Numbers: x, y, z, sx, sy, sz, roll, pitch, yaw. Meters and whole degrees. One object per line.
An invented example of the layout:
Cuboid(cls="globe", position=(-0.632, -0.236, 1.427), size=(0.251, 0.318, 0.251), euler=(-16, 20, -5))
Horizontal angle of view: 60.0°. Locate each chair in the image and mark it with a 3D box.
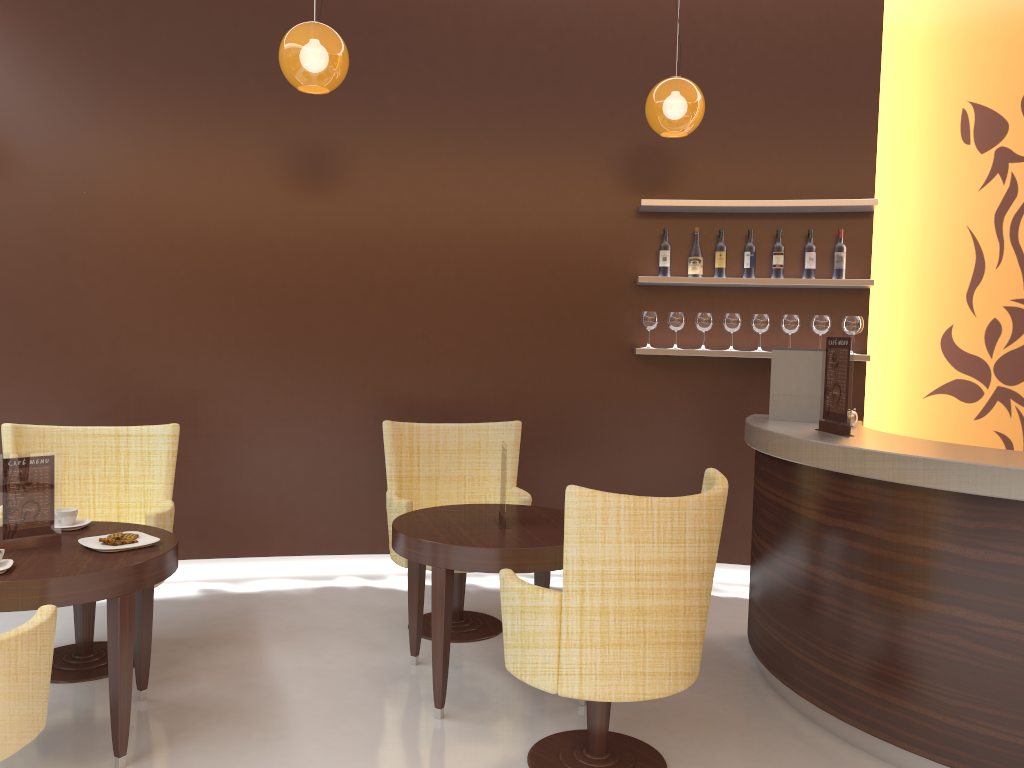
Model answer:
Cuboid(cls="chair", position=(0.336, 0.797, 2.985), size=(0.729, 1.017, 0.685), euler=(-1, 4, -43))
Cuboid(cls="chair", position=(-1.841, 0.690, 3.853), size=(0.729, 1.017, 0.685), euler=(1, 3, -18))
Cuboid(cls="chair", position=(-1.596, 0.779, 2.274), size=(0.729, 1.017, 0.685), euler=(2, 3, 11))
Cuboid(cls="chair", position=(-0.283, 0.702, 4.457), size=(0.729, 1.017, 0.685), euler=(1, 3, -14))

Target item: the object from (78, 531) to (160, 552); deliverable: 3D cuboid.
Cuboid(cls="object", position=(-1.389, 0.560, 3.139), size=(0.234, 0.020, 0.234), euler=(4, 4, 40))

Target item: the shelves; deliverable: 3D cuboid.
Cuboid(cls="shelves", position=(2.913, -0.526, 4.443), size=(4.744, 0.902, 0.586), euler=(3, 3, 26))

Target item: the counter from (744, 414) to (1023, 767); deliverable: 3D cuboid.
Cuboid(cls="counter", position=(2.214, 0.797, 3.210), size=(2.917, 1.100, 1.586), euler=(3, 3, 24))

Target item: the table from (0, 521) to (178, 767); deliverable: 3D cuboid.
Cuboid(cls="table", position=(-1.636, 0.905, 3.094), size=(0.874, 0.679, 0.872), euler=(3, 3, 26))

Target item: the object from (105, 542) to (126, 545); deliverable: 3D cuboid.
Cuboid(cls="object", position=(-1.381, 0.556, 3.091), size=(0.051, 0.018, 0.054), euler=(3, 3, 27))

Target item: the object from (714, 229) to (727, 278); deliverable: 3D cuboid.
Cuboid(cls="object", position=(1.238, -0.768, 5.260), size=(0.073, 0.297, 0.073), euler=(4, 4, 38))

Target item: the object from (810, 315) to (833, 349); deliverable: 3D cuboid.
Cuboid(cls="object", position=(1.794, -0.287, 5.156), size=(0.125, 0.221, 0.125), euler=(2, 3, 4))

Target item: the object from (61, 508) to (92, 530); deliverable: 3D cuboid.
Cuboid(cls="object", position=(-1.698, 0.513, 3.384), size=(0.153, 0.069, 0.153), euler=(2, 3, 1))

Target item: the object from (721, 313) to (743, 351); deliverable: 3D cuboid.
Cuboid(cls="object", position=(1.304, -0.306, 5.262), size=(0.125, 0.221, 0.125), euler=(2, 3, 4))

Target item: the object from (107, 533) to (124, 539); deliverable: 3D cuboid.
Cuboid(cls="object", position=(-1.422, 0.547, 3.180), size=(0.054, 0.018, 0.051), euler=(0, 3, -23))

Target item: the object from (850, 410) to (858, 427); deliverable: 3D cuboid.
Cuboid(cls="object", position=(1.497, 0.149, 3.941), size=(0.075, 0.077, 0.075), euler=(4, 4, 38))

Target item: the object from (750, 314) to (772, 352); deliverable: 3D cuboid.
Cuboid(cls="object", position=(1.465, -0.300, 5.232), size=(0.125, 0.221, 0.125), euler=(2, 3, 4))

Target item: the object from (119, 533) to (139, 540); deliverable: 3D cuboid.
Cuboid(cls="object", position=(-1.376, 0.550, 3.187), size=(0.055, 0.018, 0.052), euler=(2, 3, 3))

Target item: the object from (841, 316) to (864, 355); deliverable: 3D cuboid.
Cuboid(cls="object", position=(1.955, -0.279, 5.103), size=(0.125, 0.221, 0.125), euler=(2, 3, 4))

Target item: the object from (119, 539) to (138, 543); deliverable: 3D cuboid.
Cuboid(cls="object", position=(-1.351, 0.554, 3.126), size=(0.055, 0.014, 0.053), euler=(-1, 4, -38))

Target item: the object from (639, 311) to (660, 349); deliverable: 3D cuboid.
Cuboid(cls="object", position=(0.825, -0.324, 5.332), size=(0.125, 0.221, 0.125), euler=(2, 3, 4))

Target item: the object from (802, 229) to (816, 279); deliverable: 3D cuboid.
Cuboid(cls="object", position=(1.728, -0.748, 5.150), size=(0.073, 0.297, 0.073), euler=(0, 3, -24))

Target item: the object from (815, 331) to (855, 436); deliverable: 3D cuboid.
Cuboid(cls="object", position=(1.319, -0.007, 3.607), size=(0.052, 0.414, 0.258), euler=(1, 3, -7))

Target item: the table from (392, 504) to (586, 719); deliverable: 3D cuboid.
Cuboid(cls="table", position=(-0.065, 0.918, 3.702), size=(0.874, 0.679, 0.872), euler=(3, 3, 26))

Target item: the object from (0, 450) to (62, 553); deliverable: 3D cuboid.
Cuboid(cls="object", position=(-1.662, 0.398, 3.052), size=(0.042, 0.335, 0.209), euler=(5, 4, 44))

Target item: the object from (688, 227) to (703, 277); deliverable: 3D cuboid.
Cuboid(cls="object", position=(1.097, -0.779, 5.285), size=(0.086, 0.303, 0.086), euler=(-1, 4, -42))

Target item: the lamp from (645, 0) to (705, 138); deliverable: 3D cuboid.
Cuboid(cls="lamp", position=(0.842, -2.012, 4.454), size=(0.299, 1.500, 0.299), euler=(-1, 4, -42))

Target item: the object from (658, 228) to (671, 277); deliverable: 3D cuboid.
Cuboid(cls="object", position=(0.914, -0.779, 5.292), size=(0.073, 0.297, 0.073), euler=(1, 3, -11))

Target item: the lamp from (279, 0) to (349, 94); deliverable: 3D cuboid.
Cuboid(cls="lamp", position=(-0.840, -2.026, 3.813), size=(0.299, 1.500, 0.299), euler=(-1, 4, -43))

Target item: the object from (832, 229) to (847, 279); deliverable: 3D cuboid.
Cuboid(cls="object", position=(1.887, -0.742, 5.107), size=(0.073, 0.297, 0.073), euler=(1, 3, -11))

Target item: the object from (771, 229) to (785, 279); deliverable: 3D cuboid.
Cuboid(cls="object", position=(1.559, -0.755, 5.192), size=(0.073, 0.297, 0.073), euler=(1, 3, -11))

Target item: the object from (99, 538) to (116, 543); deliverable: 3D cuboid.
Cuboid(cls="object", position=(-1.415, 0.546, 3.100), size=(0.055, 0.016, 0.052), euler=(0, 3, -22))

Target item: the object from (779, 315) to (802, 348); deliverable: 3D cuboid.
Cuboid(cls="object", position=(1.629, -0.293, 5.194), size=(0.125, 0.221, 0.125), euler=(2, 3, 4))

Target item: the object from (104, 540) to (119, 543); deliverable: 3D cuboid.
Cuboid(cls="object", position=(-1.417, 0.556, 3.133), size=(0.054, 0.018, 0.051), euler=(0, 4, -34))

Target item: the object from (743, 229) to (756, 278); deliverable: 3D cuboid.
Cuboid(cls="object", position=(1.402, -0.762, 5.228), size=(0.073, 0.297, 0.073), euler=(1, 3, -11))

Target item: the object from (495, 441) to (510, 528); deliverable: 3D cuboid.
Cuboid(cls="object", position=(-0.036, 0.412, 3.684), size=(0.042, 0.335, 0.209), euler=(1, 3, -7))

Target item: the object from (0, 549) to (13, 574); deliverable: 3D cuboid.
Cuboid(cls="object", position=(-1.637, 0.548, 2.750), size=(0.153, 0.069, 0.153), euler=(1, 3, -20))

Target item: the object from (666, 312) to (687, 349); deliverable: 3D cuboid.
Cuboid(cls="object", position=(0.982, -0.318, 5.315), size=(0.125, 0.221, 0.125), euler=(2, 3, 4))

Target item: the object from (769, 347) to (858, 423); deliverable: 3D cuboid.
Cuboid(cls="object", position=(1.430, 0.003, 4.181), size=(0.373, 0.340, 0.270), euler=(3, 3, 24))

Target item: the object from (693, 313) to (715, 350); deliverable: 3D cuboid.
Cuboid(cls="object", position=(1.144, -0.312, 5.291), size=(0.125, 0.221, 0.125), euler=(2, 3, 4))
